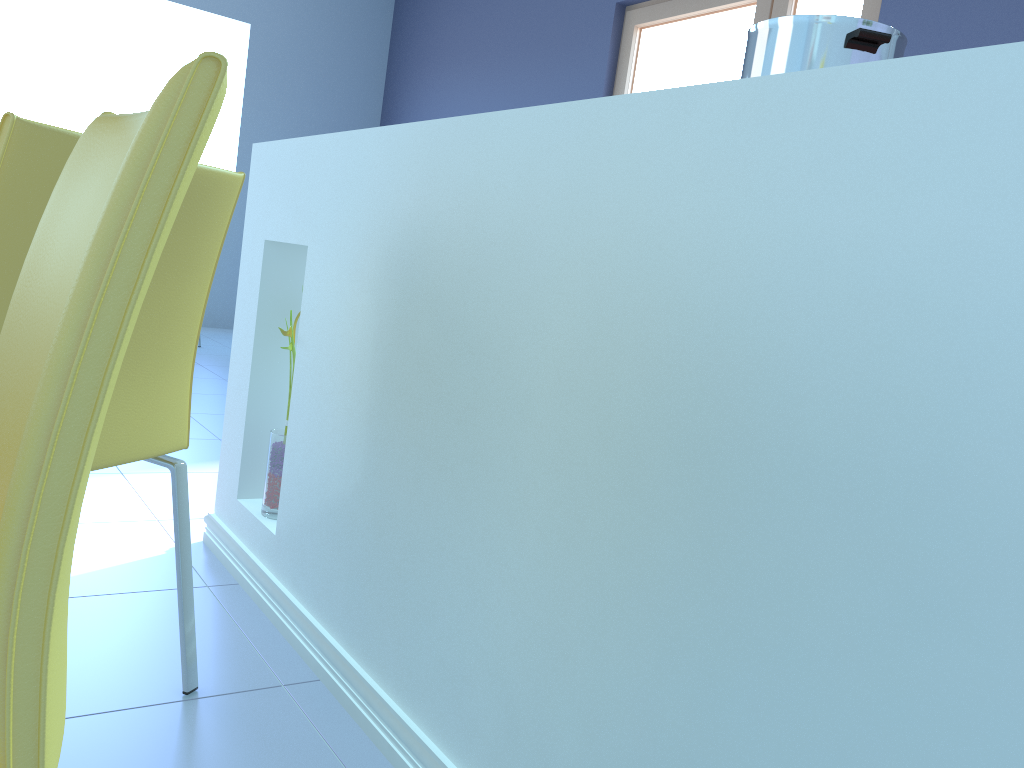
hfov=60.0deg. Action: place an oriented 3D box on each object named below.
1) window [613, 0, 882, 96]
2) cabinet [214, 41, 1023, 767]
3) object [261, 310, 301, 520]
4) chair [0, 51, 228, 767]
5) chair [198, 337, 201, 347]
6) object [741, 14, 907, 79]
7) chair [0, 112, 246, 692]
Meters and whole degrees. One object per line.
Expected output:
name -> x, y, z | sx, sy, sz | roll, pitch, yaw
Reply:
window -> 0.870, -1.070, 3.757 | 0.142, 1.263, 1.475 | 3, 8, -35
cabinet -> 0.846, 0.143, 1.653 | 2.200, 0.800, 2.139 | 3, 8, -35
object -> -0.395, 0.032, 1.599 | 0.067, 0.423, 0.229 | 8, 7, -4
chair -> -0.454, 0.148, 0.475 | 0.484, 0.695, 0.387 | 4, 8, -32
chair -> -1.872, -0.556, 4.620 | 0.484, 0.699, 0.387 | 8, 7, 1
object -> 0.314, -0.302, 0.916 | 0.170, 0.106, 0.157 | 13, 9, 38
chair -> -0.647, 0.048, 1.068 | 0.484, 0.695, 0.387 | 10, 7, 18
